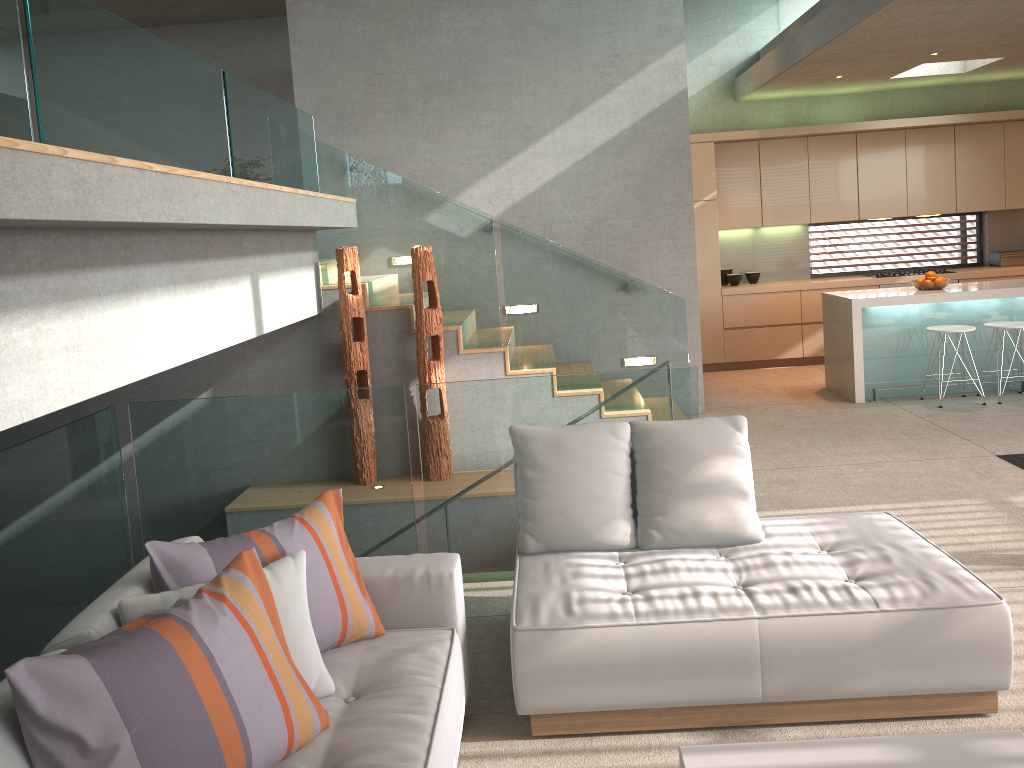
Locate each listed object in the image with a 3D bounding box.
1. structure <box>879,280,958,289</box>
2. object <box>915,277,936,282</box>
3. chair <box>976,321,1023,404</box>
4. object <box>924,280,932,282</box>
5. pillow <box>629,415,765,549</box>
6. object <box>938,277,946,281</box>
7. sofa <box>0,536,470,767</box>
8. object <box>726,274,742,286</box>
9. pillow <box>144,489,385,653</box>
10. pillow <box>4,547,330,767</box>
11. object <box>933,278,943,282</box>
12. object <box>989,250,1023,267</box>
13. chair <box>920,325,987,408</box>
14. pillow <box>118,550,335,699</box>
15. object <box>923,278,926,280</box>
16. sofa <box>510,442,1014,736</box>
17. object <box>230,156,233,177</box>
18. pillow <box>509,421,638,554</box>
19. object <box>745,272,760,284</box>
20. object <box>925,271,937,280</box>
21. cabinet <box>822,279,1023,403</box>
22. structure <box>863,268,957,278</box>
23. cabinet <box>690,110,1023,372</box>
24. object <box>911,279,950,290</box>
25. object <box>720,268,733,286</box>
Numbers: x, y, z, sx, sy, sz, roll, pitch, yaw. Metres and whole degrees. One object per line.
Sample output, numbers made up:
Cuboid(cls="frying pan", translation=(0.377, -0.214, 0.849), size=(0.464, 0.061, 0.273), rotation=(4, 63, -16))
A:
Cuboid(cls="structure", translation=(4.380, -0.844, 9.507), size=(0.828, 0.497, 0.080), rotation=(-4, 5, 2))
Cuboid(cls="object", translation=(3.653, -0.893, 7.814), size=(0.097, 0.099, 0.174), rotation=(-11, 11, -42))
Cuboid(cls="chair", translation=(4.118, -0.188, 7.314), size=(0.382, 0.619, 0.385), rotation=(-4, 6, 2))
Cuboid(cls="object", translation=(3.657, -0.876, 7.762), size=(0.081, 0.080, 0.081), rotation=(0, 9, 31))
Cuboid(cls="pillow", translation=(0.726, 0.388, 3.515), size=(0.492, 0.480, 0.268), rotation=(-4, 6, 3))
Cuboid(cls="object", translation=(3.795, -0.903, 7.820), size=(0.094, 0.093, 0.095), rotation=(-5, 7, -9))
Cuboid(cls="sofa", translation=(-0.732, 1.082, 1.403), size=(1.048, 0.746, 3.495), rotation=(-4, 9, 2))
Cuboid(cls="object", translation=(2.484, -1.160, 9.865), size=(0.169, 0.126, 0.171), rotation=(-6, 8, -11))
Cuboid(cls="pillow", translation=(-0.741, 0.627, 2.678), size=(0.279, 0.500, 0.702), rotation=(2, 10, 45))
Cuboid(cls="pillow", translation=(-0.745, 0.744, 2.061), size=(0.311, 0.490, 0.744), rotation=(-1, 9, 25))
Cuboid(cls="object", translation=(3.740, -0.884, 7.748), size=(0.087, 0.086, 0.088), rotation=(-5, 7, -7))
Cuboid(cls="object", translation=(5.611, -1.408, 9.908), size=(0.400, 0.159, 0.243), rotation=(-4, 8, 2))
Cuboid(cls="chair", translation=(3.646, -0.157, 7.332), size=(0.382, 0.619, 0.385), rotation=(-4, 6, 2))
Cuboid(cls="pillow", translation=(-0.760, 0.717, 2.386), size=(0.239, 0.402, 0.598), rotation=(2, 10, 45))
Cuboid(cls="object", translation=(3.683, -0.906, 7.914), size=(0.087, 0.086, 0.087), rotation=(-10, 9, -37))
Cuboid(cls="sofa", translation=(0.797, 0.663, 3.291), size=(1.595, 0.727, 1.023), rotation=(-4, 8, 2))
Cuboid(cls="object", translation=(-2.827, -1.699, 9.092), size=(1.234, 1.202, 1.444), rotation=(1, 9, 35))
Cuboid(cls="pillow", translation=(0.246, 0.408, 3.535), size=(0.492, 0.494, 0.240), rotation=(-4, 6, 3))
Cuboid(cls="object", translation=(2.723, -1.198, 9.988), size=(0.169, 0.126, 0.171), rotation=(-6, 8, -11))
Cuboid(cls="object", translation=(3.724, -0.957, 7.857), size=(0.095, 0.093, 0.095), rotation=(-1, 8, 22))
Cuboid(cls="cabinet", translation=(4.976, -0.479, 7.848), size=(4.119, 0.893, 0.808), rotation=(-4, 7, 2))
Cuboid(cls="structure", translation=(4.367, -1.203, 9.727), size=(0.838, 0.090, 0.468), rotation=(-4, 9, 2))
Cuboid(cls="cabinet", translation=(5.349, -1.548, 9.040), size=(7.467, 2.549, 1.983), rotation=(-4, 7, 2))
Cuboid(cls="object", translation=(3.710, -0.880, 7.834), size=(0.315, 0.081, 0.318), rotation=(-4, 9, 2))
Cuboid(cls="object", translation=(2.394, -1.212, 10.033), size=(0.226, 0.186, 0.227), rotation=(-7, 8, -20))
